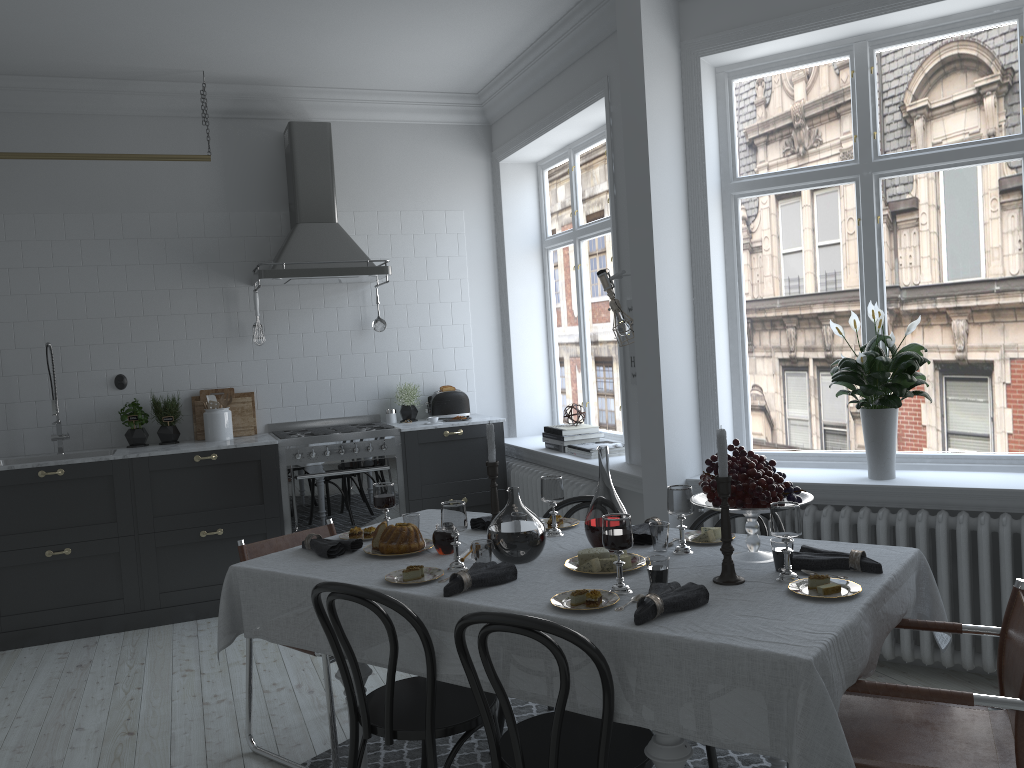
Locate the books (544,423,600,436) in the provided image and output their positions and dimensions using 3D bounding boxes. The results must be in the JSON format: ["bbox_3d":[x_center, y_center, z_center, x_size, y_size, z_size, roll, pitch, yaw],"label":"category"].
[{"bbox_3d":[0.385,0.294,5.749,0.259,0.038,0.325,-5,3,-18],"label":"books"}]

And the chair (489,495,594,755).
[{"bbox_3d":[0.208,0.927,3.413,0.463,0.909,0.564,-2,3,33],"label":"chair"}]

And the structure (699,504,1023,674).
[{"bbox_3d":[1.650,0.912,3.890,1.710,0.753,0.245,-2,3,32],"label":"structure"}]

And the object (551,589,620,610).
[{"bbox_3d":[0.196,0.582,2.377,0.182,0.013,0.182,-4,3,-5],"label":"object"}]

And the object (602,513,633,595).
[{"bbox_3d":[0.295,0.472,2.457,0.083,0.215,0.083,-4,3,-16],"label":"object"}]

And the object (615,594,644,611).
[{"bbox_3d":[0.312,0.577,2.342,0.031,0.012,0.131,-2,3,37],"label":"object"}]

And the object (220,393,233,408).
[{"bbox_3d":[-1.896,0.212,5.816,0.131,0.296,0.056,-6,4,-41],"label":"object"}]

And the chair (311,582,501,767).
[{"bbox_3d":[-0.304,0.992,2.736,0.463,0.909,0.564,-2,3,33],"label":"chair"}]

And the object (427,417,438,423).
[{"bbox_3d":[-0.531,0.245,5.980,0.072,0.040,0.070,-5,3,-28],"label":"object"}]

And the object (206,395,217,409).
[{"bbox_3d":[-1.920,0.216,5.778,0.141,0.290,0.064,-1,4,43],"label":"object"}]

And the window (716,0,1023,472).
[{"bbox_3d":[1.991,-0.619,4.017,2.079,2.080,0.061,-2,3,32],"label":"window"}]

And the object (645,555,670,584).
[{"bbox_3d":[0.403,0.525,2.443,0.066,0.094,0.066,-5,3,-32],"label":"object"}]

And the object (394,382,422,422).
[{"bbox_3d":[-0.732,0.125,6.269,0.210,0.283,0.220,-4,3,-8],"label":"object"}]

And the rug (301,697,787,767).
[{"bbox_3d":[0.129,1.403,2.814,2.166,0.021,1.701,-2,3,37],"label":"rug"}]

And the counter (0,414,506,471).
[{"bbox_3d":[-1.972,0.386,5.618,3.902,0.020,0.624,-5,3,-20],"label":"counter"}]

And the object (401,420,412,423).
[{"bbox_3d":[-0.749,0.263,6.186,0.091,0.018,0.062,-5,3,-23],"label":"object"}]

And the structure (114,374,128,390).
[{"bbox_3d":[-2.523,-0.013,5.718,0.079,0.103,0.032,-5,3,-20],"label":"structure"}]

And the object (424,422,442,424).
[{"bbox_3d":[-0.528,0.264,5.982,0.126,0.008,0.126,-3,3,6],"label":"object"}]

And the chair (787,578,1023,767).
[{"bbox_3d":[1.040,0.964,2.308,0.593,0.837,0.546,-2,3,24],"label":"chair"}]

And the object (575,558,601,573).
[{"bbox_3d":[0.229,0.541,2.667,0.078,0.040,0.039,-1,4,44],"label":"object"}]

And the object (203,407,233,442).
[{"bbox_3d":[-1.912,0.262,5.771,0.174,0.208,0.174,-5,3,-25],"label":"object"}]

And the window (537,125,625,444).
[{"bbox_3d":[0.580,-0.620,5.873,0.061,2.080,1.716,-5,3,-20],"label":"window"}]

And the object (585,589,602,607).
[{"bbox_3d":[0.217,0.569,2.357,0.036,0.039,0.051,-3,3,19],"label":"object"}]

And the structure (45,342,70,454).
[{"bbox_3d":[-2.779,0.092,5.390,0.100,0.692,0.266,-5,3,-20],"label":"structure"}]

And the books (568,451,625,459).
[{"bbox_3d":[0.523,0.418,5.394,0.254,0.019,0.343,-5,3,-20],"label":"books"}]

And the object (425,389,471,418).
[{"bbox_3d":[-0.466,0.141,6.372,0.326,0.207,0.219,-4,3,-15],"label":"object"}]

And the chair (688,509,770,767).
[{"bbox_3d":[0.689,0.912,3.093,0.564,0.909,0.463,-6,4,-42],"label":"chair"}]

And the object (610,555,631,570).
[{"bbox_3d":[0.323,0.545,2.723,0.077,0.039,0.040,-1,4,39],"label":"object"}]

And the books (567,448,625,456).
[{"bbox_3d":[0.521,0.399,5.399,0.254,0.019,0.337,-5,3,-22],"label":"books"}]

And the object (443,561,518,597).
[{"bbox_3d":[-0.084,0.567,2.607,0.165,0.061,0.247,-3,3,19],"label":"object"}]

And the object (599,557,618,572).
[{"bbox_3d":[0.291,0.548,2.674,0.077,0.040,0.040,-4,3,-1],"label":"object"}]

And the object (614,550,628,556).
[{"bbox_3d":[0.326,0.539,2.784,0.039,0.040,0.077,-6,4,-41],"label":"object"}]

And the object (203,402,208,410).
[{"bbox_3d":[-1.941,0.239,5.754,0.117,0.251,0.061,-3,3,9],"label":"object"}]

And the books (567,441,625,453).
[{"bbox_3d":[0.530,0.381,5.399,0.274,0.016,0.341,-5,3,-19],"label":"books"}]

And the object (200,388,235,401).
[{"bbox_3d":[-1.951,0.197,5.903,0.220,0.330,0.041,-5,3,-20],"label":"object"}]

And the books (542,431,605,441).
[{"bbox_3d":[0.395,0.329,5.741,0.287,0.031,0.351,-5,3,-20],"label":"books"}]

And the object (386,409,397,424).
[{"bbox_3d":[-0.850,0.228,6.243,0.072,0.095,0.072,-2,3,25],"label":"object"}]

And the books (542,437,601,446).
[{"bbox_3d":[0.382,0.360,5.749,0.259,0.031,0.328,-5,3,-22],"label":"books"}]

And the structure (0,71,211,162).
[{"bbox_3d":[-2.820,-1.593,5.182,1.988,0.556,0.053,-5,3,-20],"label":"structure"}]

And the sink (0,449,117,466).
[{"bbox_3d":[-2.722,0.541,5.293,0.669,0.203,0.384,-5,3,-20],"label":"sink"}]

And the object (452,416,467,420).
[{"bbox_3d":[-0.372,0.234,6.120,0.119,0.031,0.074,-3,3,12],"label":"object"}]

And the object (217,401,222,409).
[{"bbox_3d":[-1.903,0.235,5.817,0.114,0.247,0.050,-2,3,34],"label":"object"}]

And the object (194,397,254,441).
[{"bbox_3d":[-1.909,0.229,5.893,0.360,0.261,0.053,-5,3,-20],"label":"object"}]

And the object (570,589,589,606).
[{"bbox_3d":[0.181,0.571,2.376,0.057,0.037,0.021,-6,4,-39],"label":"object"}]

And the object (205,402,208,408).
[{"bbox_3d":[-1.934,0.237,5.803,0.118,0.250,0.033,-5,3,-20],"label":"object"}]

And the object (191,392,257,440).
[{"bbox_3d":[-1.927,0.213,5.946,0.400,0.290,0.030,-5,3,-20],"label":"object"}]

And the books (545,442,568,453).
[{"bbox_3d":[0.397,0.397,5.743,0.259,0.044,0.351,-5,3,-18],"label":"books"}]

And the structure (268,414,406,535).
[{"bbox_3d":[-1.159,0.796,5.921,0.779,1.096,0.651,-5,3,-20],"label":"structure"}]

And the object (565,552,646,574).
[{"bbox_3d":[0.289,0.558,2.736,0.251,0.018,0.251,-5,3,-20],"label":"object"}]

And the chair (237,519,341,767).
[{"bbox_3d":[-0.699,1.015,3.527,0.593,0.837,0.546,-1,4,41],"label":"chair"}]

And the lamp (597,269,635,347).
[{"bbox_3d":[0.588,-0.094,4.423,0.312,0.977,0.131,-1,4,44],"label":"lamp"}]

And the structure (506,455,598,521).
[{"bbox_3d":[0.231,0.912,5.753,0.245,0.753,1.673,-5,3,-20],"label":"structure"}]

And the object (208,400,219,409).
[{"bbox_3d":[-1.940,0.235,5.729,0.149,0.262,0.054,-1,4,44],"label":"object"}]

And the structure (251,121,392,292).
[{"bbox_3d":[-1.297,-1.180,5.862,0.843,1.079,0.567,-5,3,-20],"label":"structure"}]

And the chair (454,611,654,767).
[{"bbox_3d":[0.140,0.981,2.378,0.463,0.909,0.564,-2,3,28],"label":"chair"}]
